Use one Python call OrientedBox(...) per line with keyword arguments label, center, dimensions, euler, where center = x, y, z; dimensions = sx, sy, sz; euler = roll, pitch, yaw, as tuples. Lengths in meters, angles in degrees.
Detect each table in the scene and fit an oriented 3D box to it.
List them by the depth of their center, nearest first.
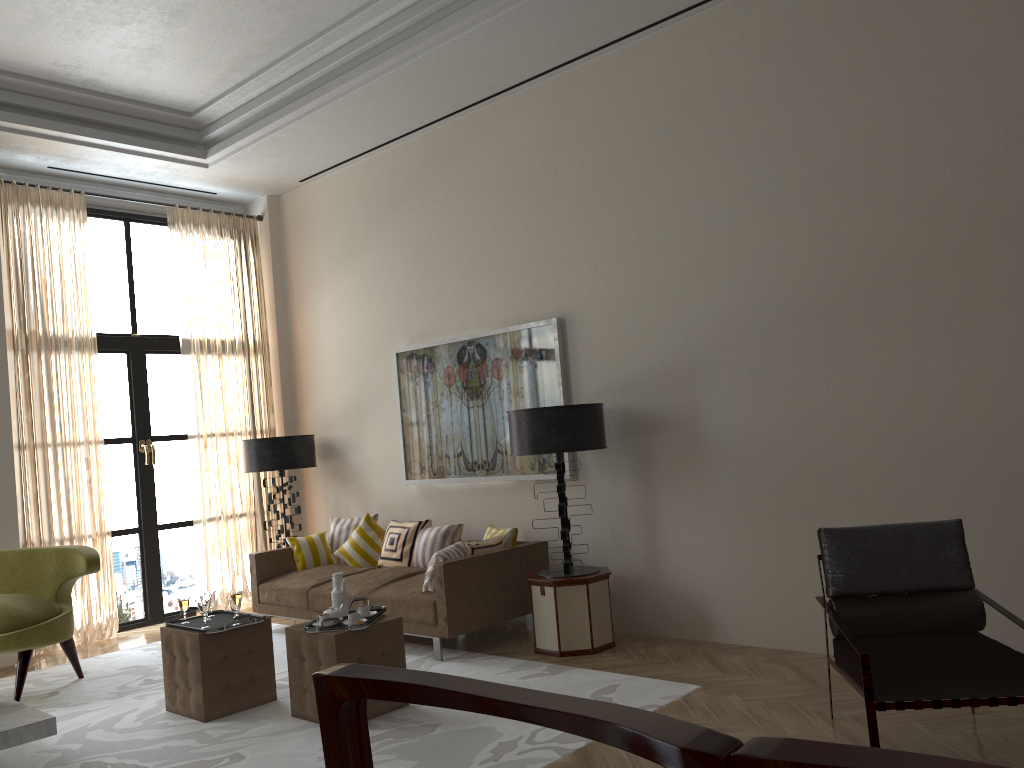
OrientedBox(label="table", center=(-3.831, 2.270, 5.286), dimensions=(1.503, 0.343, 1.583), euler=(-8, -4, 42))

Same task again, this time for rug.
OrientedBox(label="rug", center=(-2.670, 2.349, 5.938), dimensions=(5.741, 0.065, 5.515), euler=(-8, -5, 42))

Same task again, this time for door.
OrientedBox(label="door", center=(-4.249, 0.383, 10.202), dimensions=(0.240, 4.763, 3.084), euler=(-6, -3, 42))

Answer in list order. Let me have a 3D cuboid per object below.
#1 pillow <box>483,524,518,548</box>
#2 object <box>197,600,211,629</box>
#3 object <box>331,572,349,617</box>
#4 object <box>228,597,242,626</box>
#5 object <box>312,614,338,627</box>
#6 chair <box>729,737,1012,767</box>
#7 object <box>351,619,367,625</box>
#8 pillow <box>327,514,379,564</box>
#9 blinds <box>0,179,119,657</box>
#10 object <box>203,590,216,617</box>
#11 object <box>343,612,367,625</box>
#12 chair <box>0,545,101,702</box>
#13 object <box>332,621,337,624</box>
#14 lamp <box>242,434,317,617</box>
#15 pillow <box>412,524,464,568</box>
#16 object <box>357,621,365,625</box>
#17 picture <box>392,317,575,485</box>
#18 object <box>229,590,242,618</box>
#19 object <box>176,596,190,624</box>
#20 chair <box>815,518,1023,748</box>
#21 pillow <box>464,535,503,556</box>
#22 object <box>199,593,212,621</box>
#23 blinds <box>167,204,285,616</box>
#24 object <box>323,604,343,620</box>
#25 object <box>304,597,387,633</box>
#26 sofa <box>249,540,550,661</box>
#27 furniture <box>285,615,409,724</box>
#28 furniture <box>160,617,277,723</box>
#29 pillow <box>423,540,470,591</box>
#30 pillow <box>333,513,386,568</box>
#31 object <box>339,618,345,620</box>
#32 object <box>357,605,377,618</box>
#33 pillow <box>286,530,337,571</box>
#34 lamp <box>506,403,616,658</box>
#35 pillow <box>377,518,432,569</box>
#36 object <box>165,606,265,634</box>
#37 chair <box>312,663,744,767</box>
OrientedBox(label="pillow", center=(-0.147, 1.566, 8.251), dimensions=(0.296, 0.475, 0.516), euler=(-4, -3, -26))
OrientedBox(label="object", center=(-2.203, 1.652, 6.354), dimensions=(0.098, 0.191, 0.098), euler=(-4, -2, -22))
OrientedBox(label="object", center=(-1.236, 1.509, 6.346), dimensions=(0.113, 0.305, 0.126), euler=(-4, -2, -11))
OrientedBox(label="object", center=(-1.982, 1.635, 6.366), dimensions=(0.098, 0.191, 0.098), euler=(-7, -3, 42))
OrientedBox(label="object", center=(-1.262, 1.596, 5.997), dimensions=(0.176, 0.067, 0.176), euler=(-6, -3, 18))
OrientedBox(label="chair", center=(0.283, 1.055, 0.344), dimensions=(0.657, 1.504, 0.877), euler=(-7, -3, 42))
OrientedBox(label="object", center=(-1.038, 1.609, 5.959), dimensions=(0.041, 0.015, 0.187), euler=(-6, -4, 29))
OrientedBox(label="pillow", center=(-1.777, 1.738, 9.748), dimensions=(0.624, 0.575, 0.355), euler=(-6, -2, 21))
OrientedBox(label="blinds", center=(-4.779, 0.361, 9.292), dimensions=(0.420, 4.870, 0.959), euler=(-6, -2, 44))
OrientedBox(label="object", center=(-2.313, 1.688, 6.801), dimensions=(0.098, 0.191, 0.098), euler=(-5, -2, 0))
OrientedBox(label="object", center=(-1.072, 1.593, 6.018), dimensions=(0.176, 0.067, 0.176), euler=(-8, -4, 44))
OrientedBox(label="chair", center=(-4.351, 2.035, 7.400), dimensions=(1.791, 1.212, 1.030), euler=(-5, -2, 10))
OrientedBox(label="object", center=(-1.196, 1.608, 5.986), dimensions=(0.052, 0.027, 0.080), euler=(-5, -3, -1))
OrientedBox(label="lamp", center=(-2.653, 1.631, 10.370), dimensions=(0.829, 2.016, 0.831), euler=(-3, -3, -43))
OrientedBox(label="pillow", center=(-0.777, 1.688, 8.842), dimensions=(0.660, 0.565, 0.371), euler=(-7, -3, 38))
OrientedBox(label="object", center=(-1.010, 1.603, 5.938), dimensions=(0.049, 0.025, 0.053), euler=(-8, -4, 44))
OrientedBox(label="picture", center=(-0.358, 0.241, 8.871), dimensions=(2.270, 1.479, 0.080), euler=(-7, -3, 41))
OrientedBox(label="object", center=(-2.075, 1.661, 6.680), dimensions=(0.098, 0.191, 0.098), euler=(-4, -2, -22))
OrientedBox(label="object", center=(-2.441, 1.687, 6.606), dimensions=(0.098, 0.191, 0.098), euler=(-6, -2, 25))
OrientedBox(label="chair", center=(2.143, 1.336, 4.615), dimensions=(0.877, 1.134, 1.135), euler=(-5, -3, 7))
OrientedBox(label="pillow", center=(-0.305, 1.593, 7.944), dimensions=(0.304, 0.411, 0.464), euler=(-7, -3, 41))
OrientedBox(label="object", center=(-2.295, 1.678, 6.659), dimensions=(0.098, 0.191, 0.098), euler=(-7, -3, 42))
OrientedBox(label="blinds", center=(-3.446, 0.337, 10.750), dimensions=(0.419, 4.870, 1.241), euler=(-6, -3, 44))
OrientedBox(label="object", center=(-1.253, 1.600, 6.184), dimensions=(0.136, 0.105, 0.176), euler=(-7, -4, 39))
OrientedBox(label="object", center=(-1.150, 1.602, 6.172), dimensions=(0.441, 0.101, 0.721), euler=(-5, -3, 6))
OrientedBox(label="sofa", center=(-1.184, 2.022, 8.729), dimensions=(2.984, 0.819, 1.351), euler=(-8, -4, 42))
OrientedBox(label="furniture", center=(-1.142, 1.959, 6.141), dimensions=(0.614, 0.615, 0.613), euler=(-7, -3, 42))
OrientedBox(label="furniture", center=(-2.165, 2.068, 6.544), dimensions=(0.614, 0.615, 0.613), euler=(-7, -3, 42))
OrientedBox(label="pillow", center=(-0.578, 1.598, 7.699), dimensions=(0.327, 0.427, 0.498), euler=(-6, -3, 30))
OrientedBox(label="pillow", center=(-1.539, 1.682, 9.423), dimensions=(0.767, 0.616, 0.356), euler=(-5, -2, -4))
OrientedBox(label="object", center=(-1.133, 1.612, 6.096), dimensions=(0.186, 0.026, 0.041), euler=(-2, -4, -40))
OrientedBox(label="object", center=(-1.044, 1.607, 6.273), dimensions=(0.176, 0.067, 0.176), euler=(-8, -4, 41))
OrientedBox(label="pillow", center=(-2.148, 1.819, 9.555), dimensions=(0.482, 0.432, 0.318), euler=(-3, -3, -38))
OrientedBox(label="lamp", center=(0.448, 1.204, 7.513), dimensions=(0.831, 2.016, 0.829), euler=(-7, -3, 43))
OrientedBox(label="pillow", center=(-1.102, 1.664, 9.057), dimensions=(0.403, 0.547, 0.618), euler=(-2, -3, -44))
OrientedBox(label="object", center=(-2.195, 1.722, 6.548), dimensions=(0.803, 0.092, 0.490), euler=(-8, -5, 42))
OrientedBox(label="chair", center=(-0.200, 1.121, 0.772), dimensions=(0.657, 1.504, 0.877), euler=(-7, -3, 42))
